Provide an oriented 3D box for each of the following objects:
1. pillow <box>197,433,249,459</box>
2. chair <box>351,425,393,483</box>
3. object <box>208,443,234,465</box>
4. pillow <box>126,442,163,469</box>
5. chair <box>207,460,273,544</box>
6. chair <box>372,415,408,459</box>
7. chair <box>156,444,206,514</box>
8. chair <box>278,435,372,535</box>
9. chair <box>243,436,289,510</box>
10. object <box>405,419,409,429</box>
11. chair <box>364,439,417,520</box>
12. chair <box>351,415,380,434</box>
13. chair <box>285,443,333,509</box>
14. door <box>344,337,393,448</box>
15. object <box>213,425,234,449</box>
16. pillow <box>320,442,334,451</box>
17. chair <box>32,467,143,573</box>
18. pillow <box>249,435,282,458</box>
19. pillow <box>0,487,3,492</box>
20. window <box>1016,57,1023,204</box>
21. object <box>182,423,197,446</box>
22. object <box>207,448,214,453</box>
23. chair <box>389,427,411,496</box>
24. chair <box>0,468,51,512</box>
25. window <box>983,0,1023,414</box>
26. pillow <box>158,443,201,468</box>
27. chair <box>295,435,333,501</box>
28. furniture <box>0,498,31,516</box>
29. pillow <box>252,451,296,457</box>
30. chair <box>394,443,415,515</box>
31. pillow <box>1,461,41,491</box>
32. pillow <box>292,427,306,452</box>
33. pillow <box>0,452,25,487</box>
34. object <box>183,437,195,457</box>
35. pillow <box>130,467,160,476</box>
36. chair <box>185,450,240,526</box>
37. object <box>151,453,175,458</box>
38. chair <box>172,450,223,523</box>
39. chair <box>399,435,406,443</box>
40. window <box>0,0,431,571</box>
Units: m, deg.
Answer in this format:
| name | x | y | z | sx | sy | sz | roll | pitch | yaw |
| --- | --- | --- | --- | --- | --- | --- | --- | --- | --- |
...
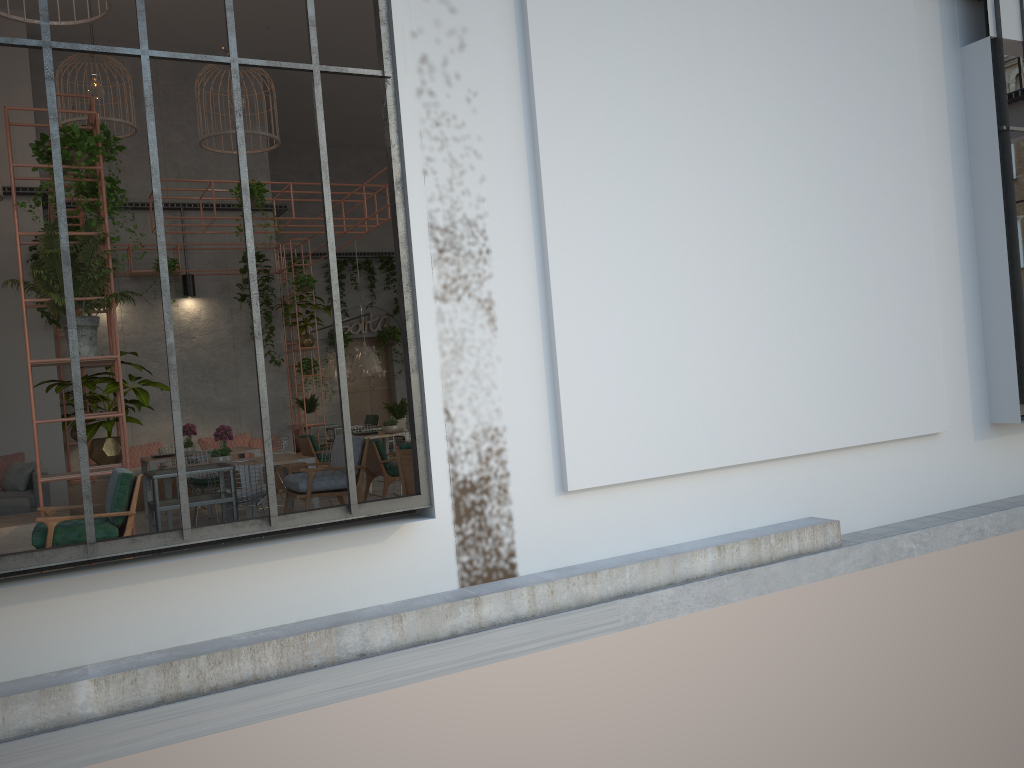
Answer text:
| name | x | y | z | sx | sy | sz | roll | pitch | yaw |
| --- | --- | --- | --- | --- | --- | --- | --- | --- | --- |
| pillow | -4.691 | 1.065 | 14.393 | 0.839 | 0.474 | 0.276 | -5 | 0 | -7 |
| chair | -2.277 | 1.122 | 14.071 | 0.565 | 0.941 | 0.717 | -5 | 1 | -26 |
| object | -2.992 | 0.732 | 9.104 | 0.247 | 0.247 | 0.252 | -5 | 1 | -28 |
| pillow | -5.842 | 1.168 | 13.838 | 0.839 | 0.474 | 0.276 | -5 | 1 | -37 |
| chair | -2.639 | 1.199 | 8.697 | 0.565 | 0.941 | 0.717 | -5 | 1 | -11 |
| chair | -2.530 | 1.118 | 18.320 | 0.685 | 0.930 | 0.722 | -5 | 1 | -28 |
| chair | -4.769 | 1.346 | 12.763 | 0.565 | 0.941 | 0.717 | -5 | 1 | -26 |
| chair | -1.612 | 0.932 | 7.676 | 0.685 | 0.929 | 0.722 | -5 | 1 | -28 |
| chair | -3.456 | 1.237 | 12.409 | 0.717 | 0.941 | 0.565 | -5 | 1 | -31 |
| object | -1.654 | 0.624 | 13.730 | 0.165 | 0.154 | 0.210 | -5 | 1 | -38 |
| chair | -1.397 | 1.083 | 10.435 | 0.685 | 0.917 | 0.722 | -5 | 1 | -28 |
| chair | -3.331 | 1.173 | 19.856 | 0.685 | 0.930 | 0.722 | -5 | 1 | -28 |
| chair | -2.191 | 1.150 | 9.986 | 0.717 | 0.941 | 0.565 | -5 | 1 | -31 |
| door | -3.712 | 0.262 | 21.733 | 1.360 | 2.729 | 0.551 | -5 | 1 | -28 |
| object | -3.181 | 0.658 | 9.807 | 0.213 | 0.414 | 0.225 | -5 | 1 | -35 |
| pillow | -3.432 | 1.132 | 15.884 | 0.491 | 0.149 | 0.637 | -5 | 1 | -27 |
| chair | -2.749 | 1.046 | 5.764 | 0.685 | 0.929 | 0.722 | -5 | 1 | -28 |
| pillow | -4.129 | 1.062 | 14.712 | 0.666 | 0.385 | 0.289 | -5 | 1 | -32 |
| pillow | -6.497 | 1.197 | 10.742 | 0.441 | 0.317 | 0.479 | -4 | 1 | 44 |
| window | 7.052 | -2.758 | 12.460 | 0.089 | 5.544 | 4.126 | -5 | 1 | -28 |
| object | -4.448 | 0.745 | 12.235 | 0.213 | 0.414 | 0.225 | -5 | 1 | -35 |
| object | -4.008 | 0.883 | 11.831 | 0.115 | 0.078 | 0.115 | -5 | 1 | -22 |
| chair | -1.412 | 1.062 | 12.429 | 0.565 | 0.941 | 0.717 | -5 | 1 | -11 |
| chair | -6.214 | 1.422 | 10.725 | 1.127 | 0.672 | 1.052 | -5 | 1 | -28 |
| window | 6.121 | -2.650 | 8.826 | 4.127 | 5.538 | 0.089 | -5 | 1 | -28 |
| pillow | -5.261 | 1.164 | 14.118 | 0.666 | 0.385 | 0.289 | -5 | 1 | -32 |
| chair | -2.699 | 1.173 | 12.895 | 0.685 | 0.917 | 0.722 | -5 | 1 | -28 |
| furniture | -5.682 | 1.500 | 9.492 | 0.941 | 0.446 | 0.975 | -5 | 1 | -28 |
| pillow | -3.872 | 1.182 | 14.388 | 0.637 | 0.149 | 0.491 | -5 | 1 | -27 |
| chair | -0.391 | 0.845 | 6.412 | 0.722 | 0.917 | 0.685 | -5 | 1 | 12 |
| pillow | -6.075 | 1.140 | 10.902 | 0.495 | 0.349 | 0.308 | -5 | 1 | 22 |
| pillow | -3.772 | 0.977 | 15.591 | 0.276 | 0.474 | 0.839 | -5 | 1 | -37 |
| pillow | -6.522 | 1.131 | 11.033 | 0.836 | 0.476 | 0.273 | -5 | 1 | -27 |
| object | -4.256 | 0.819 | 11.527 | 0.248 | 0.247 | 0.254 | -5 | 1 | -28 |
| pillow | -5.695 | 1.346 | 13.431 | 0.637 | 0.149 | 0.491 | -5 | 1 | -27 |
| chair | -3.504 | 1.259 | 10.339 | 0.565 | 0.941 | 0.717 | -5 | 1 | -26 |
| object | -4.675 | 0.959 | 11.885 | 0.268 | 0.031 | 0.427 | -5 | 1 | -28 |
| chair | -3.903 | 1.286 | 11.121 | 0.565 | 0.941 | 0.717 | -5 | 1 | -11 |
| chair | -1.711 | 1.061 | 16.751 | 0.685 | 0.929 | 0.722 | -5 | 1 | -28 |
| window | -2.521 | -1.870 | 4.289 | 4.126 | 5.544 | 0.089 | -5 | 1 | -28 |
